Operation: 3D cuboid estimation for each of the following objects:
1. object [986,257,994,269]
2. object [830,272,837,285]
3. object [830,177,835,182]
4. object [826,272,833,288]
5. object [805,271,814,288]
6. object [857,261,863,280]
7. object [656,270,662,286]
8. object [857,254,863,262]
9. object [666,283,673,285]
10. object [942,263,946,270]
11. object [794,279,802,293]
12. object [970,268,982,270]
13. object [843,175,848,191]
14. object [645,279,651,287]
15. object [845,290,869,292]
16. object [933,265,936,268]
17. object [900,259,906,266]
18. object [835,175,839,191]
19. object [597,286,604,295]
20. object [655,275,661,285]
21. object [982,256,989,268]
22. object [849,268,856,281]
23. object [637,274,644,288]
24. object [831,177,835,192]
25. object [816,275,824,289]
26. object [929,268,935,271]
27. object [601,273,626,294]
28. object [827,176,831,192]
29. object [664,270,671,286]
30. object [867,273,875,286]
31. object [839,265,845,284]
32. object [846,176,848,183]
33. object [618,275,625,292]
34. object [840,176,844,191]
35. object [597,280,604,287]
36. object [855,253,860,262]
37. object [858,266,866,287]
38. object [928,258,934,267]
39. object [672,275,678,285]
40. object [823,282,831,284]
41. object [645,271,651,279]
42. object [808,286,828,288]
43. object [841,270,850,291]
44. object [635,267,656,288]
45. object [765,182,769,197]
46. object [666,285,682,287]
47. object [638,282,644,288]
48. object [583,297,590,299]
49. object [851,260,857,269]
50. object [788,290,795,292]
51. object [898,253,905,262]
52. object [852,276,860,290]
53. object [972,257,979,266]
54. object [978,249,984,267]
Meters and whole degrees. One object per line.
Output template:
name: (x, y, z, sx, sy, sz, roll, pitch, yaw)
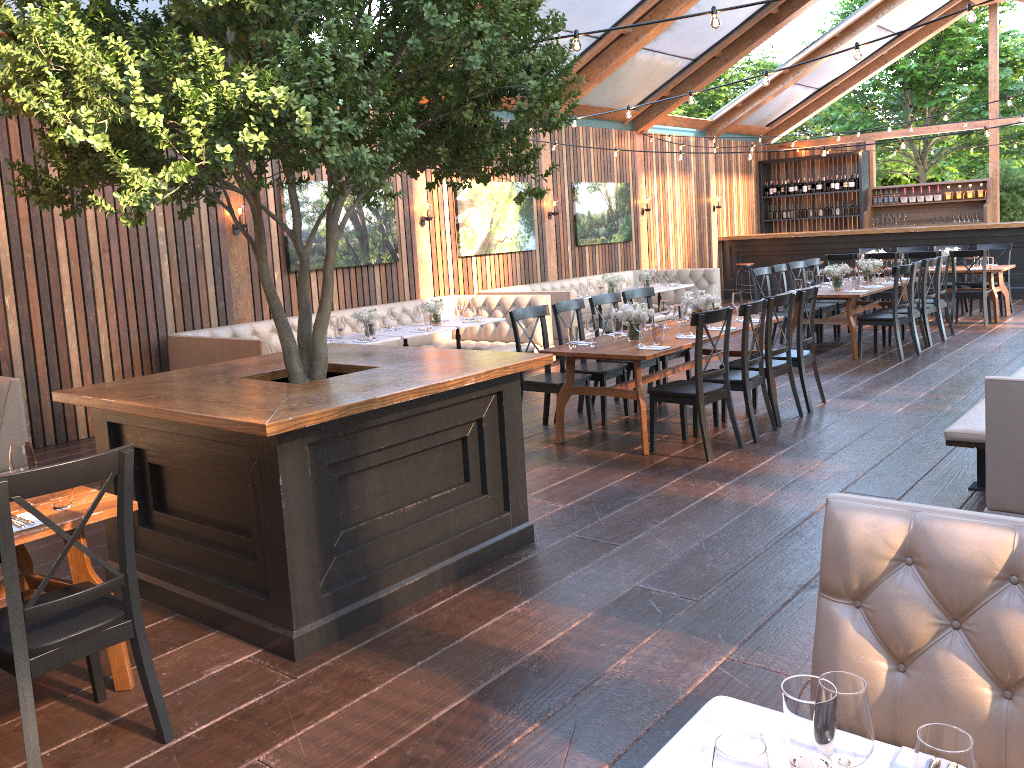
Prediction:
object: (6.553, -1.659, 12.130, 0.092, 0.157, 0.092, -7, 8, -24)
object: (4.027, -1.321, 11.080, 0.092, 0.157, 0.092, -7, 8, -24)
object: (6.704, -4.187, 18.546, 0.136, 0.313, 0.137, -3, 7, 1)
object: (3.832, -1.283, 10.676, 0.092, 0.243, 0.093, -4, 7, -8)
object: (3.443, -1.183, 10.238, 0.092, 0.243, 0.093, -4, 7, -2)
object: (4.537, -1.473, 11.523, 0.092, 0.243, 0.093, -4, 7, -8)
object: (2.250, -1.627, 13.569, 0.092, 0.243, 0.093, -4, 7, -8)
object: (5.244, -1.828, 13.326, 0.092, 0.243, 0.093, -4, 7, -8)
object: (2.416, -1.534, 13.627, 0.158, 0.019, 0.257, 5, 13, 39)
object: (6.105, -1.697, 12.507, 0.092, 0.157, 0.092, -7, 8, -24)
object: (3.315, -1.133, 10.242, 0.092, 0.157, 0.092, -5, 7, -14)
object: (6.406, -1.596, 12.226, 0.158, 0.019, 0.257, 5, 13, 39)
object: (6.866, -4.140, 18.217, 0.078, 0.310, 0.078, 1, 8, 35)
object: (1.968, -1.431, 12.786, 0.092, 0.157, 0.092, 0, 8, 26)
object: (3.868, -1.048, 9.961, 0.255, 0.019, 0.158, 5, 13, 39)
object: (6.223, -1.833, 13.007, 0.092, 0.243, 0.093, -4, 7, -8)
object: (5.680, -1.729, 12.846, 0.092, 0.157, 0.092, -7, 8, -24)
object: (6.737, -4.164, 18.340, 0.087, 0.332, 0.088, -1, 7, 20)
object: (1.198, -1.234, 11.918, 0.092, 0.157, 0.092, 0, 8, 26)
object: (2.258, -1.604, 13.682, 0.092, 0.157, 0.092, 0, 8, 26)
object: (6.558, -1.724, 12.257, 0.092, 0.243, 0.093, -4, 7, -8)
object: (4.433, -1.421, 11.510, 0.092, 0.157, 0.092, -7, 8, -24)
object: (1.857, -1.468, 12.787, 0.092, 0.243, 0.093, -4, 7, -8)
object: (6.665, -4.154, 18.387, 0.077, 0.305, 0.077, -8, 8, -34)
object: (3.713, -1.232, 10.674, 0.092, 0.157, 0.092, -7, 8, -24)
object: (5.949, -1.632, 12.594, 0.158, 0.019, 0.257, 5, 13, 39)
object: (1.408, -1.409, 12.416, 0.337, 0.307, 0.330, -8, 9, -28)
object: (6.608, -4.173, 18.463, 0.081, 0.322, 0.082, -2, 7, 18)
object: (2.356, -1.605, 13.400, 0.092, 0.243, 0.093, -4, 7, -8)
object: (4.294, -1.248, 10.573, 0.092, 0.157, 0.092, -7, 8, -24)
object: (4.142, -1.372, 11.082, 0.092, 0.243, 0.093, -4, 7, -8)
object: (6.915, -4.159, 18.326, 0.077, 0.305, 0.077, -8, 8, -34)
object: (1.593, -1.462, 12.849, 0.092, 0.243, 0.093, -4, 7, -8)
object: (6.822, -4.150, 18.294, 0.077, 0.307, 0.078, -2, 7, 18)
object: (1.201, -1.295, 12.022, 0.092, 0.243, 0.093, -4, 7, -2)
object: (5.357, -1.901, 13.707, 0.092, 0.243, 0.093, -4, 7, -8)
object: (4.182, -1.285, 10.574, 0.092, 0.243, 0.093, -4, 7, -8)
object: (6.219, -1.808, 13.112, 0.092, 0.157, 0.092, -7, 8, -24)
object: (2.468, -1.568, 13.399, 0.092, 0.157, 0.092, 0, 8, 26)
object: (4.091, -1.287, 11.261, 0.255, 0.019, 0.158, 5, 13, 39)
object: (2.066, -1.591, 13.425, 0.092, 0.243, 0.093, -4, 7, -8)
object: (3.772, -1.195, 10.847, 0.255, 0.019, 0.158, 5, 13, 39)
object: (3.810, -1.182, 10.102, 0.092, 0.243, 0.093, -4, 7, -2)
object: (1.992, -1.573, 13.159, 0.329, 0.307, 0.339, -2, 8, 14)
object: (5.578, -4.264, 19.361, 0.081, 0.322, 0.172, -1, 7, 25)
object: (2.410, -1.469, 13.253, 0.255, 0.019, 0.158, 5, 13, 39)
object: (1.960, -1.543, 13.435, 0.092, 0.157, 0.092, 0, 8, 26)
object: (1.049, -1.167, 11.988, 0.158, 0.019, 0.257, 5, 13, 39)
object: (5.354, -1.879, 13.834, 0.092, 0.157, 0.092, -7, 8, -24)
object: (3.382, -1.094, 10.403, 0.255, 0.019, 0.158, 5, 13, 39)
object: (5.697, -1.790, 12.946, 0.092, 0.243, 0.093, -4, 7, -8)
object: (3.933, -1.149, 10.114, 0.092, 0.157, 0.092, -4, 7, -4)
object: (6.686, -1.775, 12.757, 0.092, 0.157, 0.092, -7, 8, -24)
object: (6.689, -1.796, 12.624, 0.092, 0.243, 0.093, -4, 7, -8)
